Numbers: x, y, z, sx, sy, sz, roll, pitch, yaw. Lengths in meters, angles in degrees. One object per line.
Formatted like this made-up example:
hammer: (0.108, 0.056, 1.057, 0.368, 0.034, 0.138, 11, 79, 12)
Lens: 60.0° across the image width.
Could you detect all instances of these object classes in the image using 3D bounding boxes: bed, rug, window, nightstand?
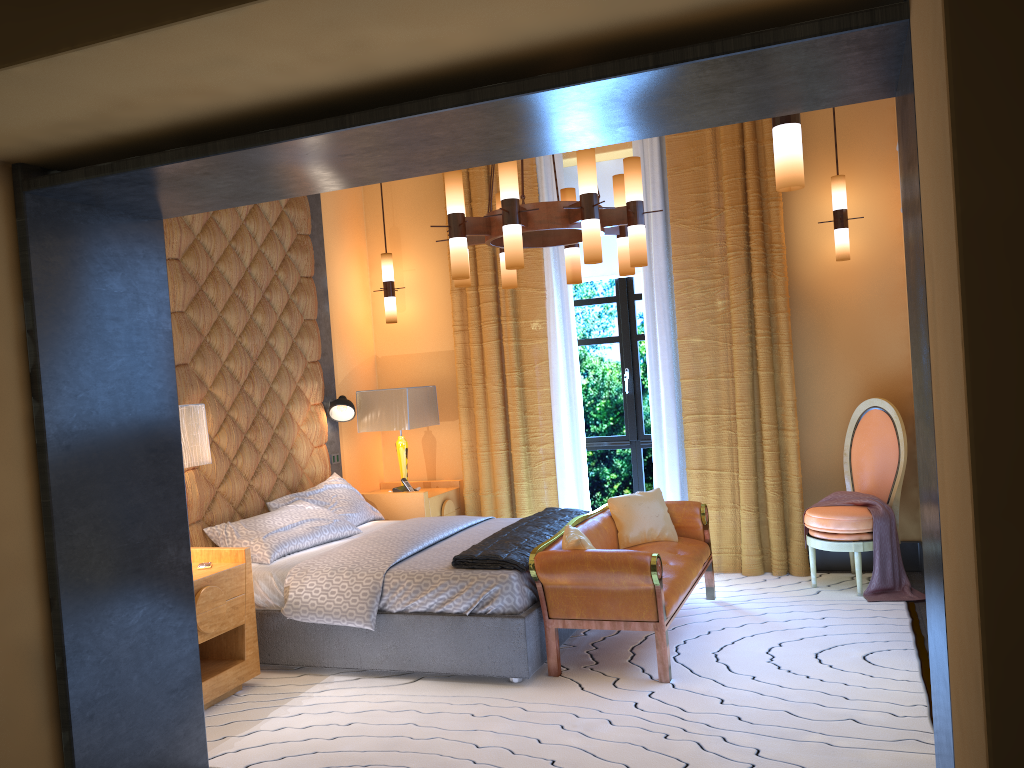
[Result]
bed: (-0.622, 0.997, 5.239, 2.107, 0.825, 1.887, -4, 1, 21)
rug: (0.213, 1.398, 4.758, 3.704, 0.016, 3.384, -4, 0, 21)
window: (0.873, -0.164, 6.602, 1.201, 3.002, 0.130, -4, 2, 21)
nightstand: (-1.711, 1.196, 4.217, 0.721, 0.700, 0.707, -4, 1, 21)
nightstand: (-0.782, 1.116, 6.664, 0.720, 0.690, 0.679, -4, 1, 21)

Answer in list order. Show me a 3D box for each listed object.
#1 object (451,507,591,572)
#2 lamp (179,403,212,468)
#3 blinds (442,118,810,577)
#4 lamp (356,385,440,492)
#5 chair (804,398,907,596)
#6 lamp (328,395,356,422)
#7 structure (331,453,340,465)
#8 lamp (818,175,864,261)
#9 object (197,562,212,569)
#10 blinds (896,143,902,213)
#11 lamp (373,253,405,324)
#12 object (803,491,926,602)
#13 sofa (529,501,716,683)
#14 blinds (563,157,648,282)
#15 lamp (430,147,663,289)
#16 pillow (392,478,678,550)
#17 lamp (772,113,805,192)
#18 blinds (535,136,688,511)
object: (0.122, 0.839, 4.941, 0.405, 0.105, 1.459, -4, 0, 21)
lamp: (-1.751, 0.516, 4.211, 0.424, 0.803, 0.505, -4, 1, 21)
blinds: (0.673, -0.715, 6.215, 2.452, 4.148, 0.134, -4, 2, 21)
lamp: (-0.820, 0.431, 6.541, 0.424, 0.803, 0.505, -4, 1, 21)
chair: (2.110, 0.678, 5.485, 0.632, 1.147, 0.500, -5, 2, -36)
lamp: (-1.039, 0.177, 6.358, 0.568, 0.218, 0.231, -4, 1, -21)
structure: (-1.269, 0.537, 6.356, 0.016, 0.071, 0.103, -4, 1, 21)
lamp: (2.085, -1.051, 5.626, 0.199, 0.532, 0.199, -5, 2, -24)
object: (-1.504, 0.892, 4.342, 0.064, 0.018, 0.111, -4, 0, -14)
blinds: (1.985, -1.731, 4.536, 0.042, 1.577, 0.894, -4, 1, 21)
lamp: (-0.942, -0.732, 6.793, 0.199, 0.532, 0.199, -5, 2, -24)
object: (2.136, 0.956, 5.381, 0.428, 0.572, 0.803, -5, 1, -22)
sofa: (0.672, 1.044, 4.831, 0.650, 0.640, 1.613, -4, 1, 21)
blinds: (0.791, -1.225, 6.561, 1.201, 0.874, 0.013, -4, 2, 21)
lamp: (0.104, -1.633, 4.535, 1.141, 2.169, 1.140, -3, 2, 43)
pillow: (0.219, 0.815, 5.561, 1.146, 0.407, 2.629, -4, 1, -28)
lamp: (0.871, -0.889, 2.828, 0.199, 0.532, 0.199, -5, 2, -24)
blinds: (0.668, -0.693, 6.306, 2.051, 4.078, 0.236, -4, 2, 18)
